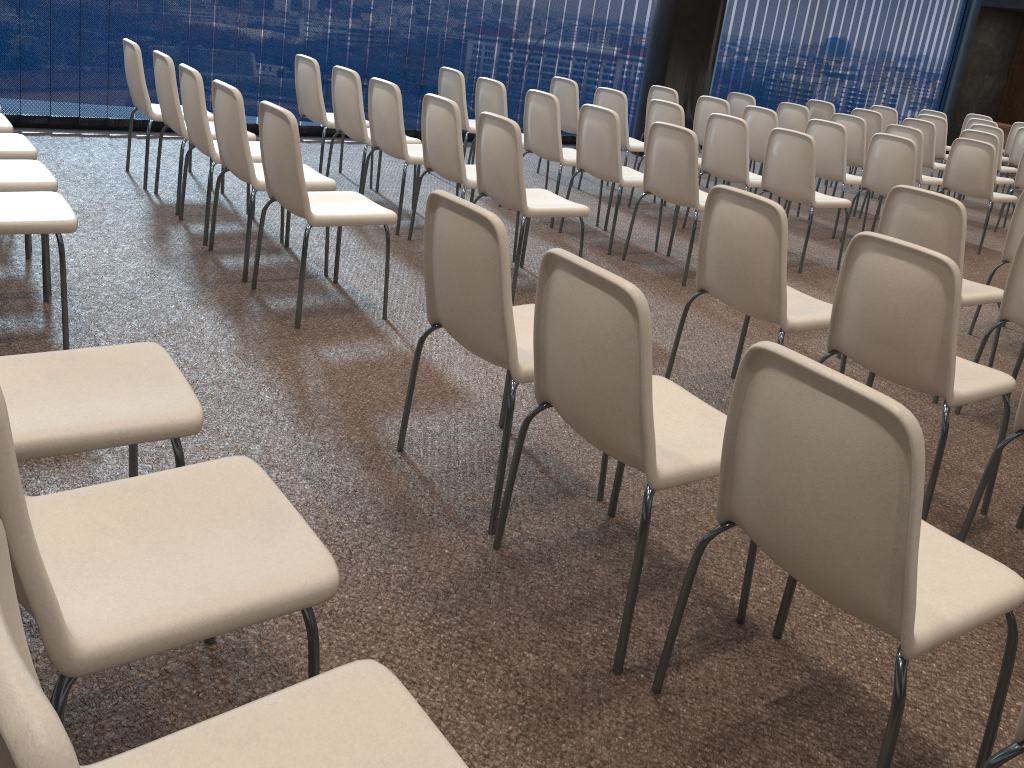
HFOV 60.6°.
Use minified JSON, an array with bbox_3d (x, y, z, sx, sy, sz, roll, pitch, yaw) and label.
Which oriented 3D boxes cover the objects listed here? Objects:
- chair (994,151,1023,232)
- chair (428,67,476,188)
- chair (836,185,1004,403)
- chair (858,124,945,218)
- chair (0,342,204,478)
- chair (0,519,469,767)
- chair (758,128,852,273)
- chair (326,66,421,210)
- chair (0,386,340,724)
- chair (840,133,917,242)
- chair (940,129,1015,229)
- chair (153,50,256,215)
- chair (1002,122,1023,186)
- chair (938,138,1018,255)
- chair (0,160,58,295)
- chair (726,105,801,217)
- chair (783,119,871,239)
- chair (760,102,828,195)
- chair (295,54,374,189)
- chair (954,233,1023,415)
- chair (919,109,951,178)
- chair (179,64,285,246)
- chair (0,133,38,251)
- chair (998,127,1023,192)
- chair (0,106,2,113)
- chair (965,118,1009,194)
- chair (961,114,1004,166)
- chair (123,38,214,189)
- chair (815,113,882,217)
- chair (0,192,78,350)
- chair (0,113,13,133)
[{"bbox_3d":[4.949,-1.781,8.129,0.561,0.863,0.552,-5,22,-35],"label":"chair"},{"bbox_3d":[-0.332,-2.091,7.109,0.560,0.863,0.552,-4,22,-34],"label":"chair"},{"bbox_3d":[1.940,-0.459,4.043,0.560,0.863,0.552,-4,22,-34],"label":"chair"},{"bbox_3d":[3.541,-1.851,7.825,0.560,0.863,0.552,-4,22,-34],"label":"chair"},{"bbox_3d":[-1.002,0.029,1.929,0.561,0.863,0.552,-5,22,-34],"label":"chair"},{"bbox_3d":[-0.280,0.540,0.975,0.562,0.863,0.551,-6,23,-37],"label":"chair"},{"bbox_3d":[1.966,-1.270,5.948,0.561,0.863,0.552,-5,22,-35],"label":"chair"},{"bbox_3d":[-0.942,-1.672,5.926,0.562,0.863,0.551,-6,23,-37],"label":"chair"},{"bbox_3d":[-0.618,0.283,1.464,0.562,0.863,0.551,-6,23,-37],"label":"chair"},{"bbox_3d":[2.950,-1.455,6.705,0.561,0.863,0.551,-6,22,-36],"label":"chair"},{"bbox_3d":[4.580,-2.026,8.579,0.562,0.863,0.551,-6,23,-37],"label":"chair"},{"bbox_3d":[-1.864,-1.523,5.275,0.561,0.863,0.552,-5,22,-35],"label":"chair"},{"bbox_3d":[6.755,-2.974,11.515,0.562,0.863,0.551,-6,23,-37],"label":"chair"},{"bbox_3d":[3.901,-1.602,7.362,0.560,0.863,0.552,-4,22,-34],"label":"chair"},{"bbox_3d":[-2.199,-0.857,3.607,0.561,0.863,0.551,-6,23,-37],"label":"chair"},{"bbox_3d":[2.242,-1.956,7.641,0.560,0.863,0.552,-4,22,-34],"label":"chair"},{"bbox_3d":[2.623,-1.704,7.179,0.562,0.863,0.551,-6,23,-37],"label":"chair"},{"bbox_3d":[2.875,-2.344,8.760,0.561,0.863,0.552,-5,22,-36],"label":"chair"},{"bbox_3d":[-1.304,-1.923,6.393,0.562,0.863,0.551,-6,23,-37],"label":"chair"},{"bbox_3d":[2.267,-0.203,3.554,0.560,0.863,0.552,-4,22,-34],"label":"chair"},{"bbox_3d":[5.454,-3.076,11.322,0.562,0.863,0.551,-6,23,-37],"label":"chair"},{"bbox_3d":[-1.528,-1.268,4.788,0.560,0.863,0.552,-4,22,-34],"label":"chair"},{"bbox_3d":[-2.546,-1.113,4.091,0.561,0.863,0.551,-6,22,-37],"label":"chair"},{"bbox_3d":[6.169,-2.570,10.377,0.560,0.863,0.552,-4,22,-34],"label":"chair"},{"bbox_3d":[-3.256,-1.612,5.022,0.561,0.863,0.551,-5,22,-36],"label":"chair"},{"bbox_3d":[5.836,-2.824,10.860,0.562,0.863,0.551,-6,23,-37],"label":"chair"},{"bbox_3d":[6.393,-3.226,11.983,0.561,0.863,0.551,-6,22,-36],"label":"chair"},{"bbox_3d":[-2.245,-1.775,5.736,0.561,0.863,0.552,-5,22,-35],"label":"chair"},{"bbox_3d":[3.214,-2.087,8.269,0.562,0.863,0.551,-6,23,-37],"label":"chair"},{"bbox_3d":[-1.886,-0.618,3.152,0.561,0.863,0.552,-5,22,-35],"label":"chair"},{"bbox_3d":[-2.917,-1.360,4.545,0.561,0.863,0.551,-5,22,-36],"label":"chair"}]
